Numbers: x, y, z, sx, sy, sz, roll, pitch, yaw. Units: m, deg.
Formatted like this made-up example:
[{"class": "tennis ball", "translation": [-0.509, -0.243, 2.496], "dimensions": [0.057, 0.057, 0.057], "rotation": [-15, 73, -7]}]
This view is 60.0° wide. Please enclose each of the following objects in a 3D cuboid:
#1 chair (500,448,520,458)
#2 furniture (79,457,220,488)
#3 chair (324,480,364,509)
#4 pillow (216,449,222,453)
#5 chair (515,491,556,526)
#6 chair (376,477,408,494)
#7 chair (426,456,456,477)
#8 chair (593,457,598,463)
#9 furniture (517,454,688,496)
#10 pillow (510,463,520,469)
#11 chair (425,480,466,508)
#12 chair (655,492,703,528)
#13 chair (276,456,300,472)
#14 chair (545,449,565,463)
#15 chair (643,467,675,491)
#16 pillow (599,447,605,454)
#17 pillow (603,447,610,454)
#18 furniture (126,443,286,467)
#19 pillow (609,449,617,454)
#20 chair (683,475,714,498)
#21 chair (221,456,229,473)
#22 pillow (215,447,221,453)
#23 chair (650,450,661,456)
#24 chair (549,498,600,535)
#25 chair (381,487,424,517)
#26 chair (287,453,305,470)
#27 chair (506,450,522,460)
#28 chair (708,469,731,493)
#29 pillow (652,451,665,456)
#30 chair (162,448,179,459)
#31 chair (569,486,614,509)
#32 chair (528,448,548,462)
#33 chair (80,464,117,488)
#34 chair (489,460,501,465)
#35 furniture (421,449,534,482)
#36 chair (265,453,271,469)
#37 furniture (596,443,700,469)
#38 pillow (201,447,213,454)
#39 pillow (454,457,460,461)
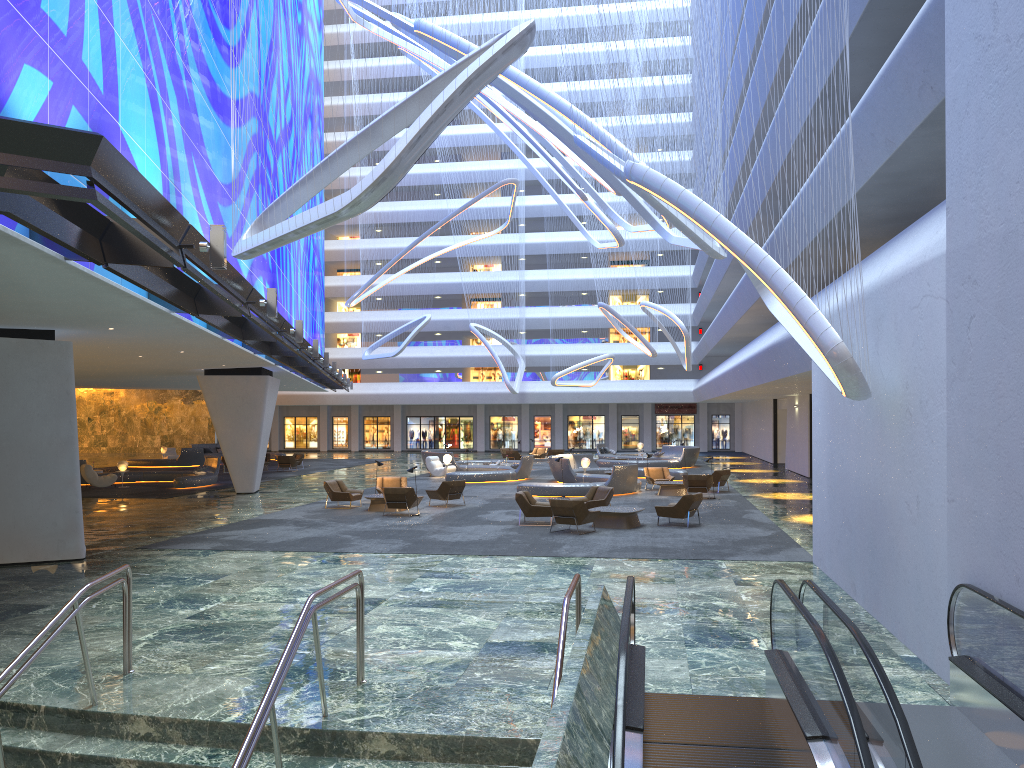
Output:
[{"class": "chair", "translation": [-0.156, 4.025, 50.205], "dimensions": [0.929, 0.766, 0.939], "rotation": [1, -2, -38]}, {"class": "furniture", "translation": [-15.918, 3.392, 34.640], "dimensions": [9.928, 0.969, 5.188], "rotation": [-1, -2, 26]}, {"class": "chair", "translation": [-4.795, 3.129, 25.159], "dimensions": [0.939, 0.766, 0.930], "rotation": [-1, -1, 17]}, {"class": "pillow", "translation": [-17.680, 4.072, 54.118], "dimensions": [0.692, 0.262, 0.878], "rotation": [0, -2, -1]}, {"class": "chair", "translation": [0.585, 2.956, 21.087], "dimensions": [0.939, 0.766, 0.930], "rotation": [-1, -1, 11]}, {"class": "chair", "translation": [-3.570, 3.168, 26.363], "dimensions": [0.929, 0.766, 0.939], "rotation": [0, -1, -8]}, {"class": "chair", "translation": [-3.024, 3.525, 37.760], "dimensions": [1.157, 0.882, 0.729], "rotation": [-1, -1, 28]}, {"class": "chair", "translation": [4.330, 4.035, 47.411], "dimensions": [0.587, 0.501, 0.491], "rotation": [-1, -2, 43]}, {"class": "furniture", "translation": [2.982, 3.232, 32.549], "dimensions": [5.186, 0.969, 9.931], "rotation": [-1, -2, 26]}, {"class": "pillow", "translation": [0.385, 3.329, 36.048], "dimensions": [0.692, 0.262, 0.877], "rotation": [-1, -2, 17]}, {"class": "chair", "translation": [-1.856, 3.125, 25.404], "dimensions": [0.939, 0.766, 0.929], "rotation": [-1, -2, 42]}, {"class": "chair", "translation": [3.914, 2.927, 20.704], "dimensions": [0.939, 0.766, 0.929], "rotation": [-1, -2, 33]}, {"class": "chair", "translation": [-10.662, 3.774, 42.062], "dimensions": [0.929, 0.766, 0.939], "rotation": [0, -1, 7]}, {"class": "chair", "translation": [2.389, 3.959, 48.713], "dimensions": [0.929, 0.766, 0.939], "rotation": [0, -1, -13]}, {"class": "chair", "translation": [5.069, 3.288, 30.705], "dimensions": [0.929, 0.766, 0.939], "rotation": [0, -1, -8]}, {"class": "pillow", "translation": [5.191, 3.791, 50.481], "dimensions": [0.295, 0.368, 0.769], "rotation": [-1, -2, 22]}, {"class": "pillow", "translation": [5.402, 3.766, 50.483], "dimensions": [0.315, 0.386, 0.785], "rotation": [-1, -2, 24]}, {"class": "furniture", "translation": [-17.445, 3.979, 50.486], "dimensions": [5.186, 0.969, 9.931], "rotation": [-1, -2, 26]}, {"class": "pillow", "translation": [5.651, 3.866, 50.739], "dimensions": [0.684, 0.280, 0.874], "rotation": [1, -3, -44]}, {"class": "chair", "translation": [5.759, 3.165, 27.425], "dimensions": [0.929, 0.766, 0.939], "rotation": [-1, -1, 15]}, {"class": "chair", "translation": [-13.150, 3.768, 41.570], "dimensions": [0.938, 0.766, 0.930], "rotation": [0, -1, -20]}, {"class": "pillow", "translation": [-17.765, 4.035, 54.296], "dimensions": [0.775, 0.366, 0.317], "rotation": [1, -2, -40]}, {"class": "chair", "translation": [8.098, 3.911, 48.104], "dimensions": [0.939, 0.766, 0.929], "rotation": [-1, -2, 42]}, {"class": "chair", "translation": [1.339, 2.896, 19.544], "dimensions": [0.929, 0.766, 0.939], "rotation": [-1, -2, 36]}, {"class": "chair", "translation": [-2.880, 3.044, 23.084], "dimensions": [0.929, 0.766, 0.939], "rotation": [-1, -1, 15]}, {"class": "chair", "translation": [-10.860, 3.847, 44.017], "dimensions": [0.939, 0.766, 0.930], "rotation": [1, -2, -43]}, {"class": "chair", "translation": [0.215, 3.921, 47.405], "dimensions": [0.939, 0.766, 0.930], "rotation": [1, -2, -40]}, {"class": "chair", "translation": [6.784, 3.245, 29.746], "dimensions": [0.939, 0.766, 0.929], "rotation": [-1, -2, 42]}, {"class": "pillow", "translation": [7.737, 3.689, 46.790], "dimensions": [0.692, 0.262, 0.877], "rotation": [1, -2, -29]}, {"class": "chair", "translation": [-19.189, 4.042, 49.900], "dimensions": [0.729, 0.882, 1.157], "rotation": [0, -2, -37]}, {"class": "chair", "translation": [2.038, 2.998, 22.410], "dimensions": [0.939, 0.766, 0.930], "rotation": [0, -2, -29]}, {"class": "chair", "translation": [1.540, 4.028, 50.484], "dimensions": [0.929, 0.766, 0.939], "rotation": [-1, -1, 28]}, {"class": "chair", "translation": [-15.331, 3.402, 32.895], "dimensions": [1.157, 0.882, 0.729], "rotation": [1, -1, -37]}, {"class": "chair", "translation": [-1.291, 3.847, 41.581], "dimensions": [1.784, 0.501, 0.586], "rotation": [1, -2, -27]}, {"class": "furniture", "translation": [-1.671, 3.489, 39.024], "dimensions": [5.185, 0.969, 9.933], "rotation": [0, -2, 1]}, {"class": "chair", "translation": [-12.549, 3.866, 44.330], "dimensions": [0.929, 0.766, 0.939], "rotation": [0, -1, -18]}, {"class": "furniture", "translation": [7.086, 3.746, 47.125], "dimensions": [5.185, 0.969, 9.932], "rotation": [0, -2, 5]}, {"class": "pillow", "translation": [-18.410, 4.005, 53.486], "dimensions": [0.315, 0.386, 0.785], "rotation": [-1, -2, 25]}, {"class": "pillow", "translation": [-2.824, 3.665, 43.104], "dimensions": [0.443, 0.207, 0.445], "rotation": [1, -2, -30]}]
